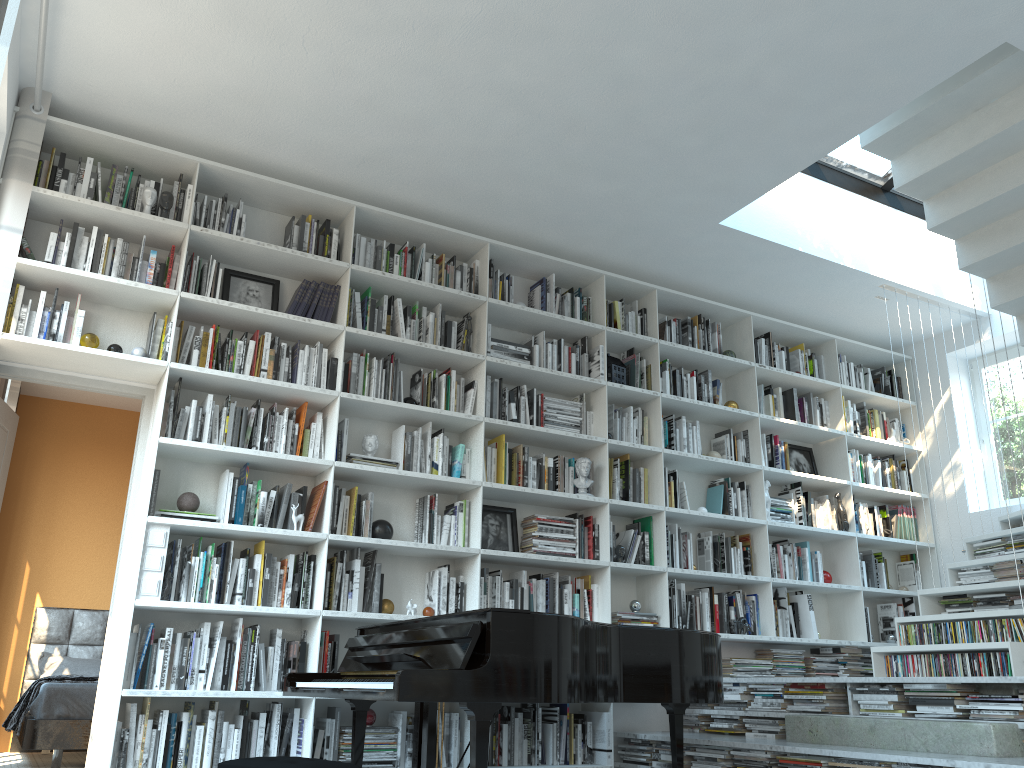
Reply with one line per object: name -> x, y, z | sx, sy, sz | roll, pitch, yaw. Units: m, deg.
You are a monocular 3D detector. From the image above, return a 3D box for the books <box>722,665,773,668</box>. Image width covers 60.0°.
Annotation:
books -> 1.467, 1.801, 5.650 | 0.346, 0.007, 0.194 | 12, -22, -30

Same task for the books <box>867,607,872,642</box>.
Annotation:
books -> 2.406, 1.669, 6.133 | 0.030, 0.237, 0.152 | 11, -21, -27

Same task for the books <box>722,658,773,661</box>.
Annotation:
books -> 1.466, 1.760, 5.667 | 0.346, 0.007, 0.194 | 10, -21, -25

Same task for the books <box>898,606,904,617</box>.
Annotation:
books -> 2.722, 1.725, 6.322 | 0.031, 0.265, 0.169 | 11, -21, -27

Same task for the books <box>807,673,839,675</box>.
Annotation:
books -> 2.082, 1.950, 5.961 | 0.368, 0.007, 0.206 | 12, -22, -30

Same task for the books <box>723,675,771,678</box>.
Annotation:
books -> 1.463, 1.857, 5.627 | 0.308, 0.008, 0.195 | 13, -22, -31

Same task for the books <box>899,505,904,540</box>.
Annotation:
books -> 2.877, 1.071, 6.699 | 0.033, 0.293, 0.169 | 11, -21, -27

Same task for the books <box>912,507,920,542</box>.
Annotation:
books -> 3.015, 1.094, 6.759 | 0.018, 0.292, 0.169 | 11, -21, -27

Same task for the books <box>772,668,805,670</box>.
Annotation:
books -> 1.759, 1.864, 5.798 | 0.285, 0.007, 0.160 | 13, -22, -31

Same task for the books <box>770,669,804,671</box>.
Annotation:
books -> 1.759, 1.871, 5.796 | 0.254, 0.007, 0.161 | 13, -22, -31

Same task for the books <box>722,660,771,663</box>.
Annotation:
books -> 1.466, 1.774, 5.662 | 0.308, 0.008, 0.195 | 10, -21, -25

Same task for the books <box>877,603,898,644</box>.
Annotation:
books -> 2.678, 1.708, 6.302 | 0.012, 0.284, 0.160 | 11, -21, -27

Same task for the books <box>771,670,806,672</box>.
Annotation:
books -> 1.757, 1.878, 5.798 | 0.285, 0.007, 0.160 | 10, -21, -25

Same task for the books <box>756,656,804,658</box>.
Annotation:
books -> 1.758, 1.794, 5.819 | 0.285, 0.005, 0.160 | 13, -22, -31

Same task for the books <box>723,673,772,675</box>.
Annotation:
books -> 1.464, 1.843, 5.632 | 0.308, 0.008, 0.195 | 10, -21, -23

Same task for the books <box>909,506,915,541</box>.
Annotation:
books -> 2.980, 1.089, 6.747 | 0.018, 0.292, 0.169 | 11, -21, -27

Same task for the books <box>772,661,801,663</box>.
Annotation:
books -> 1.753, 1.828, 5.817 | 0.254, 0.005, 0.161 | 11, -21, -27

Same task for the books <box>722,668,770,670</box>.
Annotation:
books -> 1.460, 1.817, 5.651 | 0.308, 0.008, 0.195 | 11, -21, -27

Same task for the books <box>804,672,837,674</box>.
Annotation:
books -> 2.080, 1.944, 5.965 | 0.328, 0.008, 0.208 | 10, -21, -25

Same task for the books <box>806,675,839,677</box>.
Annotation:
books -> 2.077, 1.967, 5.963 | 0.328, 0.008, 0.208 | 11, -21, -27

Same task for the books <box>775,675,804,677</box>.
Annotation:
books -> 1.754, 1.905, 5.789 | 0.254, 0.007, 0.161 | 11, -21, -26

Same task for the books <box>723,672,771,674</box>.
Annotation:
books -> 1.461, 1.837, 5.638 | 0.308, 0.008, 0.195 | 10, -21, -25

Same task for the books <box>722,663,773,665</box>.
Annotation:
books -> 1.470, 1.786, 5.650 | 0.346, 0.007, 0.194 | 13, -23, -32

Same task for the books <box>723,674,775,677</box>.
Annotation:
books -> 1.465, 1.849, 5.627 | 0.346, 0.007, 0.194 | 9, -21, -22

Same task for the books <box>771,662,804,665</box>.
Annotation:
books -> 1.755, 1.834, 5.816 | 0.285, 0.007, 0.160 | 11, -21, -27

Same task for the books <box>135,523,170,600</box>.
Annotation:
books -> -1.671, 0.833, 4.076 | 0.106, 0.338, 0.307 | 11, -21, -27

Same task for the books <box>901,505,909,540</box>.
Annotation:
books -> 2.905, 1.071, 6.698 | 0.018, 0.292, 0.169 | 11, -21, -27

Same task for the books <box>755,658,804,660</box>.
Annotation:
books -> 1.754, 1.807, 5.822 | 0.285, 0.005, 0.160 | 12, -22, -28

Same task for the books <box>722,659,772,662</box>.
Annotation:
books -> 1.466, 1.767, 5.664 | 0.346, 0.007, 0.194 | 12, -22, -29

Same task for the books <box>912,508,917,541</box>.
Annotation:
books -> 2.994, 1.093, 6.760 | 0.018, 0.292, 0.169 | 11, -21, -27

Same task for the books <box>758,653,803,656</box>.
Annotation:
books -> 1.761, 1.779, 5.824 | 0.254, 0.005, 0.161 | 13, -23, -32

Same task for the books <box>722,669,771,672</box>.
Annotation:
books -> 1.467, 1.821, 5.637 | 0.308, 0.008, 0.195 | 13, -23, -32

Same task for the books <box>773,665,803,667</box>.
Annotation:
books -> 1.756, 1.847, 5.810 | 0.254, 0.007, 0.161 | 11, -21, -26

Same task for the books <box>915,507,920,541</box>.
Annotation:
books -> 3.025, 1.100, 6.776 | 0.018, 0.292, 0.169 | 11, -21, -27

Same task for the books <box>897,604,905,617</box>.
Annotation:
books -> 2.772, 1.729, 6.363 | 0.047, 0.286, 0.141 | 11, -21, -27

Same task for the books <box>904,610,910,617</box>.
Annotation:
books -> 2.801, 1.757, 6.375 | 0.024, 0.242, 0.141 | 11, -21, -27

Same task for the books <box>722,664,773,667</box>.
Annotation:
books -> 1.466, 1.795, 5.655 | 0.346, 0.007, 0.194 | 10, -21, -25

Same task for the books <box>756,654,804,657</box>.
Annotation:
books -> 1.759, 1.786, 5.826 | 0.285, 0.005, 0.160 | 12, -22, -30

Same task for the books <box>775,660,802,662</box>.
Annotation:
books -> 1.754, 1.817, 5.818 | 0.254, 0.005, 0.161 | 12, -22, -28

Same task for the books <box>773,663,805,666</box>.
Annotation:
books -> 1.756, 1.840, 5.812 | 0.285, 0.007, 0.160 | 11, -21, -26

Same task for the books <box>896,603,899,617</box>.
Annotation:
books -> 2.695, 1.717, 6.329 | 0.012, 0.284, 0.160 | 11, -21, -27

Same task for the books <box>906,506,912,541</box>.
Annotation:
books -> 2.948, 1.083, 6.731 | 0.018, 0.292, 0.169 | 11, -21, -27

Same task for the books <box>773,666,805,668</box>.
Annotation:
books -> 1.760, 1.850, 5.800 | 0.285, 0.007, 0.160 | 13, -23, -32

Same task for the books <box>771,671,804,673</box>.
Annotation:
books -> 1.759, 1.884, 5.792 | 0.254, 0.007, 0.161 | 13, -22, -31

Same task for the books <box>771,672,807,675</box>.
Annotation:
books -> 1.760, 1.890, 5.787 | 0.285, 0.007, 0.160 | 9, -21, -22

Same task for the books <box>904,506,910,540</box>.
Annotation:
books -> 2.930, 1.081, 6.726 | 0.018, 0.292, 0.169 | 11, -21, -27

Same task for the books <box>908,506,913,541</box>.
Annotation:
books -> 2.962, 1.087, 6.743 | 0.018, 0.292, 0.169 | 11, -21, -27

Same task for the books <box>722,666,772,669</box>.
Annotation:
books -> 1.469, 1.807, 5.644 | 0.308, 0.008, 0.195 | 9, -21, -22

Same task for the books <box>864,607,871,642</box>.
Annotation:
books -> 2.387, 1.667, 6.120 | 0.014, 0.232, 0.183 | 11, -21, -27

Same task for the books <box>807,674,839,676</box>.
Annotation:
books -> 2.079, 1.959, 5.963 | 0.328, 0.008, 0.208 | 12, -22, -28

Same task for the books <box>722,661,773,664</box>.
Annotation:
books -> 1.466, 1.781, 5.659 | 0.346, 0.007, 0.194 | 10, -21, -25

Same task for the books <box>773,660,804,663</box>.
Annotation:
books -> 1.755, 1.821, 5.815 | 0.285, 0.005, 0.160 | 12, -22, -29

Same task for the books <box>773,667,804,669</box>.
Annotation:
books -> 1.756, 1.859, 5.805 | 0.254, 0.007, 0.161 | 11, -21, -26

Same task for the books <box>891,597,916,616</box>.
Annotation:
books -> 2.829, 1.709, 6.376 | 0.010, 0.334, 0.185 | 11, -21, -27

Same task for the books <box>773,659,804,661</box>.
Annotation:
books -> 1.754, 1.812, 5.820 | 0.285, 0.005, 0.160 | 11, -21, -26

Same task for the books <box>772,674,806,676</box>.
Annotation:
books -> 1.757, 1.896, 5.786 | 0.285, 0.007, 0.160 | 13, -22, -31

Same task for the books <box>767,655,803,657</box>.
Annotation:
books -> 1.760, 1.790, 5.823 | 0.254, 0.005, 0.161 | 10, -21, -23

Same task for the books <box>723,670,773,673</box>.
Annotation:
books -> 1.463, 1.830, 5.642 | 0.346, 0.007, 0.194 | 12, -22, -29
